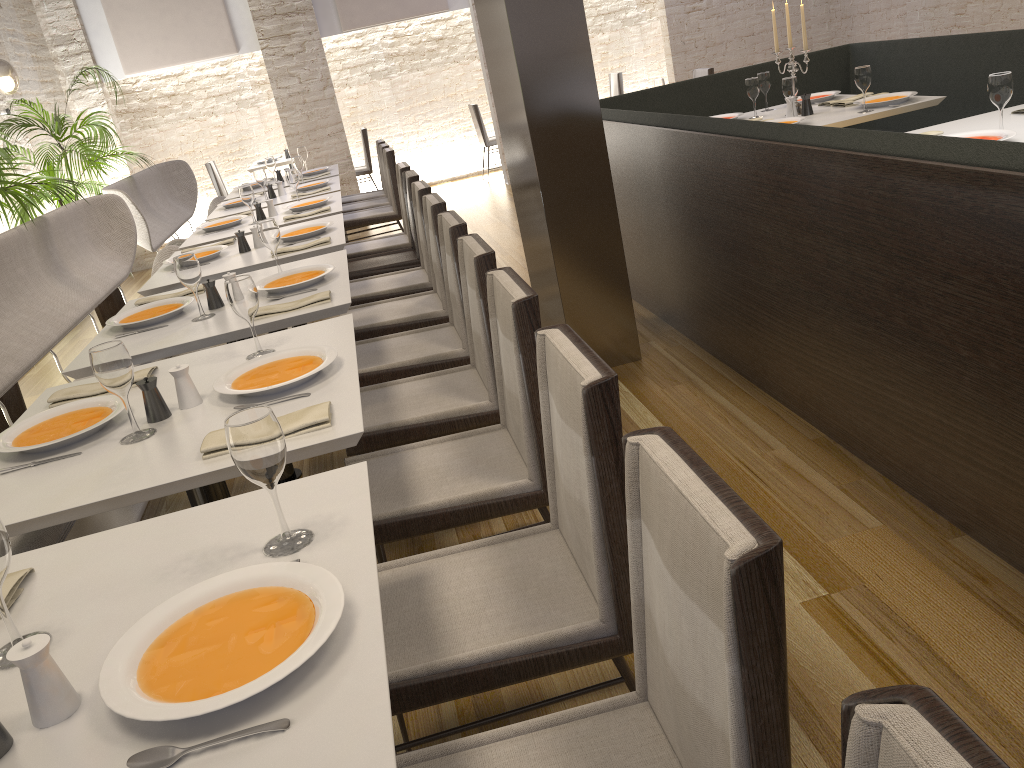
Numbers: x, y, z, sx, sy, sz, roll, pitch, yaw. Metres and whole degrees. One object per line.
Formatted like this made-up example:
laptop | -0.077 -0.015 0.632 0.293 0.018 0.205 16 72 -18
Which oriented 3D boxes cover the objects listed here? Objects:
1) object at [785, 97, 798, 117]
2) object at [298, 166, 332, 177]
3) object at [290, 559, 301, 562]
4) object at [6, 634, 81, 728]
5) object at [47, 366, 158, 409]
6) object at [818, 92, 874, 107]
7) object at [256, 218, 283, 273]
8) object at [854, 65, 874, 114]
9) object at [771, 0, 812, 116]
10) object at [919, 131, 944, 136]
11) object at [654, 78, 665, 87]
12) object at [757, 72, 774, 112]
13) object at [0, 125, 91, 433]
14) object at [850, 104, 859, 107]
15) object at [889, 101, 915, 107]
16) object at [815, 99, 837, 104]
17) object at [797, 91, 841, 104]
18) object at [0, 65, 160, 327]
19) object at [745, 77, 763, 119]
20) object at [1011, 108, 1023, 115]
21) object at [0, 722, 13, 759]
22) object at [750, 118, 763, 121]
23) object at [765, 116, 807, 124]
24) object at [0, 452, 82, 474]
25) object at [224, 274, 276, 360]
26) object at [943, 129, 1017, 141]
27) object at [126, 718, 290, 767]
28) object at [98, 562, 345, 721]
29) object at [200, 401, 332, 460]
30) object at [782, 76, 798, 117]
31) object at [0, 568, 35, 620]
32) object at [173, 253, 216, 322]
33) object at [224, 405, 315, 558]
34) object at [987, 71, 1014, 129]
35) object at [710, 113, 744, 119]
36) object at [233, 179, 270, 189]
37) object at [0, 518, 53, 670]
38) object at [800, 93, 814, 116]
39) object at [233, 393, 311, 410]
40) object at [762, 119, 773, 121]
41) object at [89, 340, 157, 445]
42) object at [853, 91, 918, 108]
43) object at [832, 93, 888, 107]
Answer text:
object | 1.558 -1.543 4.945 0.069 0.125 0.069 0 23 32
object | -1.700 -1.826 7.635 0.321 0.036 0.326 -1 23 28
object | -0.413 0.298 1.348 0.185 0.010 0.017 -15 20 -7
object | -0.594 0.370 1.120 0.059 0.108 0.060 -12 19 1
object | -1.165 0.004 2.535 0.273 0.032 0.144 -15 20 -7
object | 1.943 -1.654 5.160 0.273 0.032 0.144 -15 20 -7
object | -0.962 -0.548 3.574 0.086 0.228 0.087 0 22 33
object | 1.823 -1.525 4.588 0.086 0.228 0.087 -2 21 27
object | 1.568 -1.847 4.973 0.131 0.649 0.395 -11 19 3
object | 1.585 -0.984 3.596 0.273 0.032 0.144 -15 20 -7
object | 1.156 -2.255 6.885 0.086 0.228 0.087 -5 20 21
object | 1.558 -1.797 5.452 0.087 0.228 0.086 -26 23 -35
object | -2.892 -0.636 4.599 1.188 1.950 1.159 0 22 31
object | 1.963 -1.564 4.922 0.185 0.010 0.017 -15 20 -7
object | 2.032 -1.451 4.579 0.181 0.015 0.039 -14 20 -6
object | 1.888 -1.688 5.283 0.181 0.015 0.039 -14 20 -6
object | 1.855 -1.753 5.450 0.322 0.036 0.325 5 26 38
object | -3.352 -1.419 6.920 1.152 1.950 1.196 -21 21 -25
object | 1.433 -1.695 5.255 0.086 0.228 0.087 -2 21 27
object | 2.246 -1.157 3.682 0.273 0.032 0.144 -15 20 -7
object | -0.653 0.402 1.068 0.059 0.108 0.060 -12 19 1
object | 1.280 -1.482 5.080 0.273 0.032 0.144 -15 20 -7
object | 1.389 -1.358 4.671 0.324 0.036 0.323 -24 23 -29
object | -1.085 0.178 2.039 0.185 0.010 0.017 -15 20 -7
object | -0.743 -0.189 2.505 0.086 0.228 0.087 -13 19 -1
object | 1.677 -0.886 3.268 0.322 0.036 0.325 -16 21 -11
object | -0.344 0.409 1.008 0.181 0.015 0.039 -14 20 -6
object | -0.376 0.343 1.179 0.321 0.036 0.326 -2 23 26
object | -0.531 0.096 1.938 0.273 0.032 0.144 -15 20 -7
object | 1.521 -1.552 4.827 0.086 0.228 0.087 -2 21 27
object | -0.941 0.372 1.440 0.273 0.032 0.144 -15 20 -7
object | -1.119 -0.340 3.115 0.086 0.228 0.087 0 22 33
object | -0.385 0.153 1.403 0.086 0.228 0.087 0 22 33
object | 1.830 -1.045 3.318 0.086 0.228 0.087 -11 19 4
object | 1.245 -1.594 5.373 0.322 0.036 0.325 -16 21 -11
object | -2.217 -1.691 7.570 0.321 0.036 0.326 -1 23 28
object | -0.738 0.284 1.257 0.086 0.228 0.087 0 22 33
object | 1.640 -1.556 4.933 0.069 0.125 0.069 0 23 32
object | -0.569 0.041 2.103 0.181 0.015 0.039 -14 20 -6
object | 1.310 -1.434 4.935 0.273 0.032 0.144 -15 20 -7
object | -0.900 0.019 2.046 0.086 0.228 0.087 3 24 38
object | 1.999 -1.517 4.748 0.324 0.036 0.323 -24 23 -29
object | 1.973 -1.605 5.014 0.273 0.032 0.144 -15 20 -7
